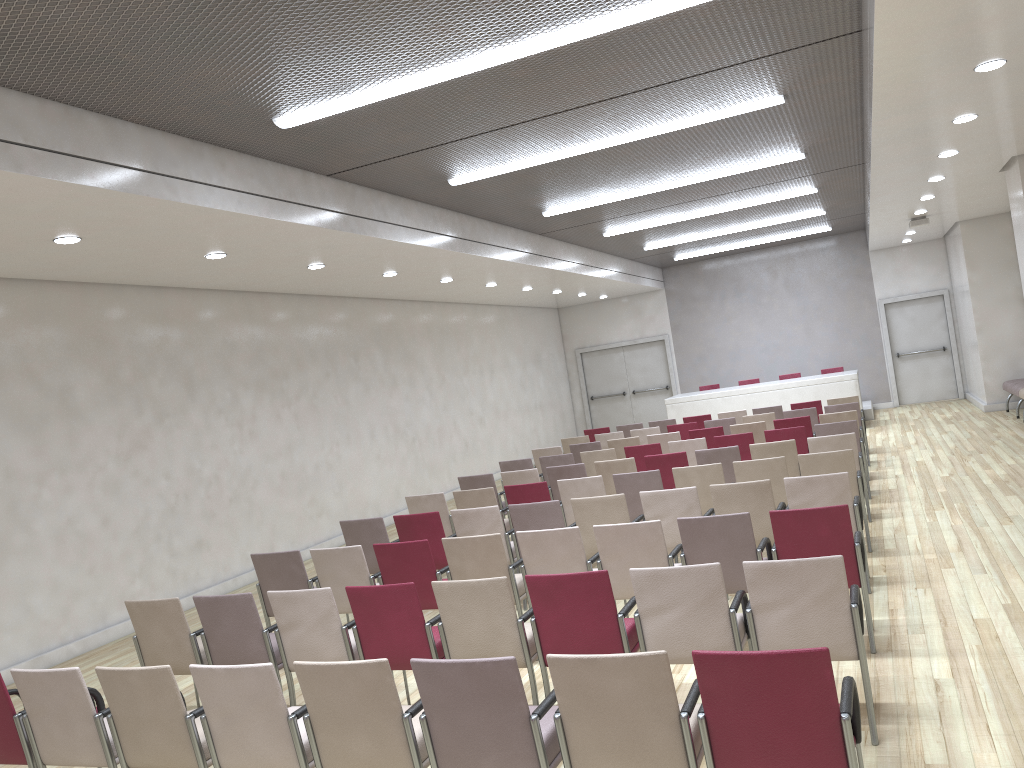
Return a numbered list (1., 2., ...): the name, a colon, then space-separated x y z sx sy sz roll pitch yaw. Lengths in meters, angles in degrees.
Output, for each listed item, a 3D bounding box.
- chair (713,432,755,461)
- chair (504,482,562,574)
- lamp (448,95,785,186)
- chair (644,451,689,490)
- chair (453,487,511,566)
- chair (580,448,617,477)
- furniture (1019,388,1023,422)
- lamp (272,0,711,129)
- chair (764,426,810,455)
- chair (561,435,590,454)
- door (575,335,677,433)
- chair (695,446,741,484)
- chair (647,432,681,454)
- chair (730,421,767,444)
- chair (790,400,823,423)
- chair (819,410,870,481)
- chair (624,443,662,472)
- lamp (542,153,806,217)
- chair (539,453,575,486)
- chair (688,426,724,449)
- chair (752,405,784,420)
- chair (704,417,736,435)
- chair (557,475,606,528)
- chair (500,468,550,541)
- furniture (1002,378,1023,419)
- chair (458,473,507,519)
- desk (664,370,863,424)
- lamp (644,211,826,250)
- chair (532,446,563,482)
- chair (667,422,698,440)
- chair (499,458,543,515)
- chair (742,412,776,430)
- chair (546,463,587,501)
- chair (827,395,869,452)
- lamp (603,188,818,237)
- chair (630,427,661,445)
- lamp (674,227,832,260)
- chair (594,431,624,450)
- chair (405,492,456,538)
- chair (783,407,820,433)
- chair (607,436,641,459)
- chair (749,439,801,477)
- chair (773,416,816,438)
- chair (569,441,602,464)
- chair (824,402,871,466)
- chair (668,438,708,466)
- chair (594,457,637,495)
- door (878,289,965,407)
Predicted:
1. chair: 2.713 1.000 10.456 0.513 0.890 0.640 -9 0 23
2. chair: 0.298 1.380 8.796 0.513 0.890 0.640 -9 0 22
3. lamp: 0.898 -2.286 8.470 3.304 0.045 0.198 -9 0 22
4. chair: 1.768 1.150 9.535 0.513 0.890 0.640 -9 0 21
5. chair: -0.212 1.458 9.008 0.513 0.890 0.640 -9 0 22
6. chair: 1.211 1.229 11.080 0.513 0.890 0.640 -9 0 22
7. furniture: 8.021 0.339 13.285 0.530 0.550 1.833 -9 0 22
8. lamp: -0.164 -2.109 5.818 3.304 0.045 0.198 -9 0 22
9. chair: 3.238 0.920 10.251 0.513 0.890 0.640 -9 0 22
10. chair: 1.123 1.230 13.777 0.513 0.890 0.640 -9 0 21
11. door: 2.892 0.156 21.933 2.373 2.400 0.200 -9 0 22
12. chair: 2.261 1.075 9.327 0.513 0.890 0.640 -9 0 22
13. chair: 2.174 1.076 12.005 0.513 0.890 0.640 -9 0 23
14. chair: 3.179 0.923 11.603 0.513 0.890 0.640 -9 0 22
15. chair: 4.605 0.694 13.664 0.513 0.890 0.640 -9 0 22
16. chair: 4.181 0.770 11.190 0.513 0.890 0.640 -9 0 22
17. chair: 1.725 1.151 10.879 0.513 0.890 0.640 -9 0 22
18. lamp: 1.945 -2.459 11.084 3.304 0.045 0.198 -9 0 22
19. chair: 0.714 1.305 11.283 0.513 0.890 0.640 -9 0 22
20. chair: 2.684 0.999 11.795 0.513 0.890 0.640 -9 0 21
21. chair: 4.087 0.773 13.874 0.513 0.890 0.640 -9 0 23
22. chair: 3.137 0.924 12.938 0.513 0.890 0.640 -9 0 22
23. chair: 0.802 1.304 8.603 0.513 0.890 0.640 -9 0 21
24. chair: 0.251 1.382 10.139 0.513 0.890 0.640 -9 0 23
25. furniture: 8.710 0.224 15.007 0.530 0.550 1.833 -9 0 22
26. chair: -0.243 1.457 10.358 0.513 0.890 0.640 -9 0 23
27. desk: 5.076 0.525 17.795 3.652 1.042 1.456 -9 0 22
28. lamp: 4.055 -2.809 16.355 3.304 0.045 0.198 -9 0 22
29. chair: 0.655 1.308 12.628 0.513 0.890 0.640 -9 0 23
30. chair: 2.641 0.999 13.158 0.513 0.890 0.640 -9 0 22
31. chair: 0.207 1.382 11.498 0.513 0.890 0.640 -9 0 21
32. chair: 3.637 0.847 12.745 0.513 0.890 0.640 -9 0 22
33. chair: 0.755 1.305 9.933 0.513 0.890 0.640 -9 0 23
34. chair: 5.091 0.620 13.459 0.513 0.890 0.640 -9 0 23
35. lamp: 3.014 -2.636 13.754 3.304 0.045 0.198 -9 0 22
36. chair: 2.127 1.077 13.366 0.513 0.890 0.640 -9 0 21
37. lamp: 5.113 -2.984 18.997 3.304 0.045 0.198 -9 0 22
38. chair: 1.623 1.154 13.560 0.513 0.890 0.640 -9 0 22
39. chair: -0.710 1.534 9.214 0.513 0.890 0.640 -9 0 23
40. chair: 4.144 0.770 12.522 0.513 0.890 0.640 -9 0 22
41. chair: 1.665 1.154 12.227 0.513 0.890 0.640 -9 0 21
42. chair: 2.763 0.999 9.112 0.513 0.890 0.640 -9 0 22
43. chair: 3.679 0.847 11.399 0.513 0.890 0.640 -9 0 22
44. chair: 1.165 1.230 12.420 0.513 0.890 0.640 -9 0 21
45. chair: 4.646 0.694 12.313 0.513 0.890 0.640 -9 0 23
46. chair: 2.218 1.076 10.668 0.513 0.890 0.640 -9 0 22
47. chair: 1.263 1.227 9.722 0.513 0.890 0.640 -9 0 22
48. door: 8.960 -0.769 19.442 1.400 2.400 0.200 -9 0 22
